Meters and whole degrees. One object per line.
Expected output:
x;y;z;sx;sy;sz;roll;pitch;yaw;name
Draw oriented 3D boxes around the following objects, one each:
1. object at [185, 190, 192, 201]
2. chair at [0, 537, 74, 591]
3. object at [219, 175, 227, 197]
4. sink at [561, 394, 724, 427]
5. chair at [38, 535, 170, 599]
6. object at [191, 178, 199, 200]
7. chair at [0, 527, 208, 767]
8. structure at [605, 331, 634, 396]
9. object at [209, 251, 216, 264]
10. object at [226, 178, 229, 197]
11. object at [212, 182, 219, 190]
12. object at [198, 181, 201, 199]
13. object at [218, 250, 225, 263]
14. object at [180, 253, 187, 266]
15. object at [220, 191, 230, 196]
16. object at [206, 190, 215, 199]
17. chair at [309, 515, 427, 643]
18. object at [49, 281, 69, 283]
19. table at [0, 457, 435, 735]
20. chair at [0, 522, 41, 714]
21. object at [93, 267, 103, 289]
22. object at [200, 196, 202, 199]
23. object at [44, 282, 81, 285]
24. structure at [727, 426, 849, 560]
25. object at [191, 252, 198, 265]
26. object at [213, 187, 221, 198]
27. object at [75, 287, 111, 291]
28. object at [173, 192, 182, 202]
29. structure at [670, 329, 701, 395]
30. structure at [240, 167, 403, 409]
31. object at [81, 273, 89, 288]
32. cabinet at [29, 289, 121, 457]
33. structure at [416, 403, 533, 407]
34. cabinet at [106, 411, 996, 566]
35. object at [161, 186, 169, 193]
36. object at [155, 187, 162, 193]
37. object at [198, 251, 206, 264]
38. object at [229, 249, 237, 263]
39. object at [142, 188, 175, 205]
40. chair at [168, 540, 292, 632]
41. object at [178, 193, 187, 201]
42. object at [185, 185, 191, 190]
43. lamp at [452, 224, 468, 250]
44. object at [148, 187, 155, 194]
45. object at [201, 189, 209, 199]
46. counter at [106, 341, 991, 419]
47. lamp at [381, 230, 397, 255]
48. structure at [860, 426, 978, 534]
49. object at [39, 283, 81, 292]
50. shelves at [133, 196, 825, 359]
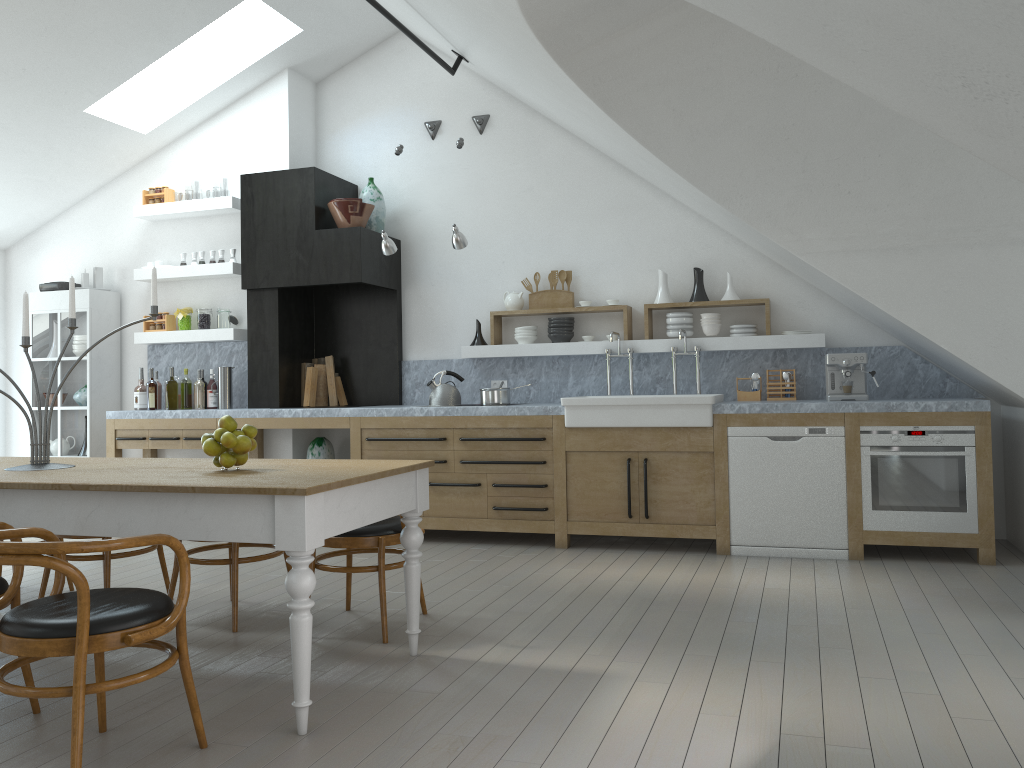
-2.696;-1.566;7.406;0.071;0.099;0.071;-1;-1;-18;object
-2.740;0.806;4.889;0.527;0.735;0.621;-2;-1;18;chair
-2.371;-1.617;7.284;0.063;0.187;0.063;-1;-2;-14;object
0.921;0.183;6.146;1.020;0.202;0.727;-1;0;18;sink
-2.071;0.792;4.606;0.527;0.735;0.621;-1;-1;15;chair
-2.635;-1.612;7.370;0.063;0.187;0.063;-1;-2;-14;object
-1.266;0.772;2.565;0.527;0.735;0.621;-2;-1;21;chair
0.805;-0.116;6.488;0.214;0.530;0.332;-1;-1;-1;structure
-2.487;-1.047;7.366;0.067;0.124;0.064;-1;-2;12;object
-2.369;-1.613;7.348;0.054;0.179;0.054;-1;-2;-6;object
-2.485;-1.606;7.437;0.048;0.169;0.048;-2;-2;26;object
-2.633;-1.608;7.434;0.054;0.179;0.054;-1;-2;-6;object
-2.402;-1.049;7.329;0.067;0.124;0.064;-1;-2;12;object
-2.764;-1.041;7.458;0.067;0.124;0.064;-1;-2;12;object
-2.413;-1.569;7.409;0.093;0.093;0.094;0;-1;-39;object
-2.497;-1.564;7.371;0.077;0.085;0.077;0;-1;-39;object
-0.676;0.764;4.202;0.527;0.735;0.621;-1;-1;15;chair
-3.924;-0.824;7.744;0.170;0.120;0.170;-1;-1;18;object
-2.066;0.755;3.767;3.348;0.800;1.018;-1;-1;18;table
-1.931;0.786;2.855;0.527;0.735;0.621;-1;-1;13;chair
-3.593;-0.906;7.691;0.071;0.211;0.072;-3;-2;42;object
-2.677;-1.564;7.495;0.093;0.093;0.094;0;-1;-39;object
-3.924;-0.815;7.744;0.238;0.120;0.238;-1;0;18;object
1.810;0.676;5.827;0.724;0.823;0.598;-1;-1;18;structure
-2.658;-1.044;7.423;0.067;0.124;0.064;-1;-2;12;object
-2.432;-1.572;7.320;0.071;0.099;0.071;-1;-1;-18;object
-3.628;-0.808;7.651;0.150;0.025;0.295;-1;0;42;object
-2.829;-1.567;7.511;0.081;0.105;0.081;-1;-1;-14;object
1.269;-0.125;6.336;0.214;0.530;0.332;-1;-1;-1;structure
-1.555;-0.755;7.255;1.075;1.886;0.780;-2;-2;18;structure
-3.666;-0.897;7.613;0.054;0.196;0.054;-3;-2;43;object
-3.779;0.200;7.672;0.641;1.992;0.361;-2;-2;18;cabinet
-0.290;0.179;6.648;0.737;0.041;0.647;-1;0;18;structure
-0.092;0.731;6.619;6.426;1.023;1.003;-1;-1;18;cabinet
-2.956;-1.648;7.554;0.058;0.075;0.058;-2;-2;41;object
-3.020;-1.647;7.575;0.058;0.075;0.058;-2;-2;41;object
-2.582;-1.045;7.382;0.067;0.124;0.064;-1;-2;12;object
-2.296;-1.051;7.294;0.067;0.124;0.064;-1;-2;12;object
-3.017;-1.585;7.571;0.237;0.146;0.120;-1;-1;18;object
-1.360;0.778;4.437;0.527;0.735;0.621;-2;-1;21;chair
-2.761;-1.558;7.457;0.077;0.085;0.077;0;-1;-39;object
-2.749;-1.600;7.523;0.048;0.169;0.048;-2;-2;26;object
-0.381;-1.053;6.376;0.112;0.176;0.168;-1;-1;10;lamp
-3.084;-1.646;7.596;0.058;0.075;0.058;-2;-2;41;object
-2.565;-1.572;7.425;0.081;0.105;0.081;-1;-1;-14;object
-0.032;-0.091;6.643;6.573;0.620;0.961;-1;-1;18;counter
-0.929;-1.038;6.559;0.115;0.178;0.164;-2;-1;37;lamp
2.524;0.567;5.591;0.632;0.637;0.630;-1;-1;18;structure
-3.924;-0.805;7.743;0.298;0.120;0.298;-1;0;18;object
-0.462;-0.885;7.038;5.548;1.363;0.479;-1;-2;13;shelves
